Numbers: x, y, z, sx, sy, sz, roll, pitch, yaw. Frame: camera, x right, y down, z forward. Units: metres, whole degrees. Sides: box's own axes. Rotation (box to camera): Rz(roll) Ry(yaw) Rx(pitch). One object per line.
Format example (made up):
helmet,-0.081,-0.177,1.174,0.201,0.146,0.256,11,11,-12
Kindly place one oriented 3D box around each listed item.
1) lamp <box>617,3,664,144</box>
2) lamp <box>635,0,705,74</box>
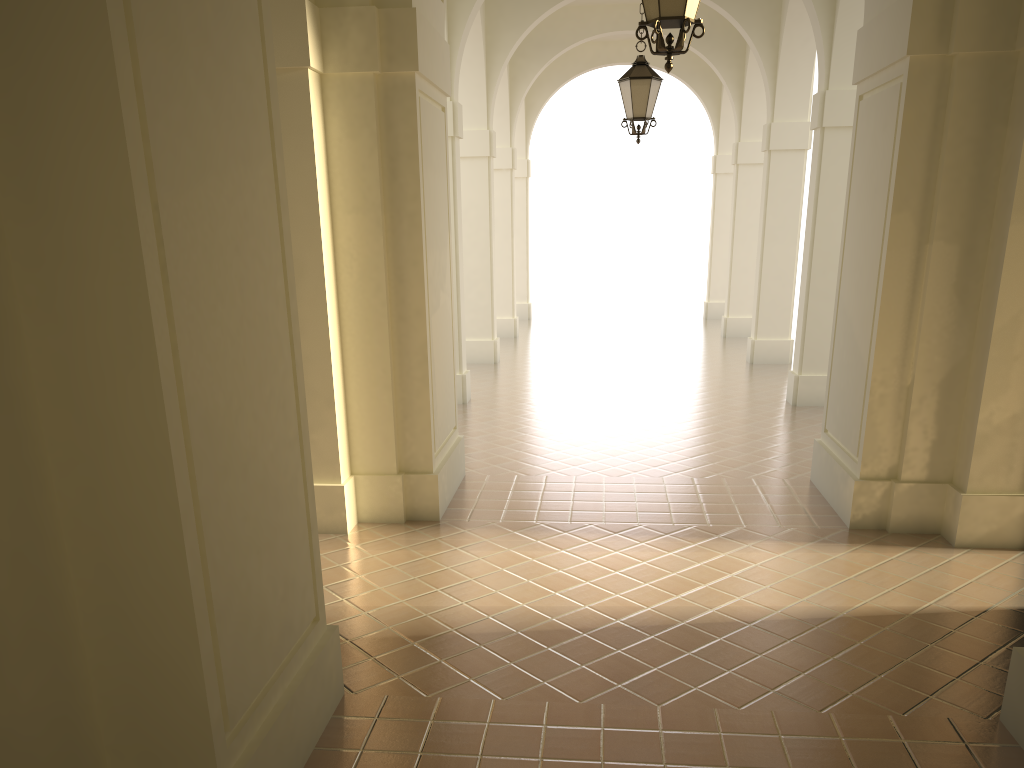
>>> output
lamp,1.393,-4.334,9.288,0.510,3.469,0.422,1,18,6
lamp,0.884,-3.447,4.539,0.438,3.469,0.491,-9,20,-23
